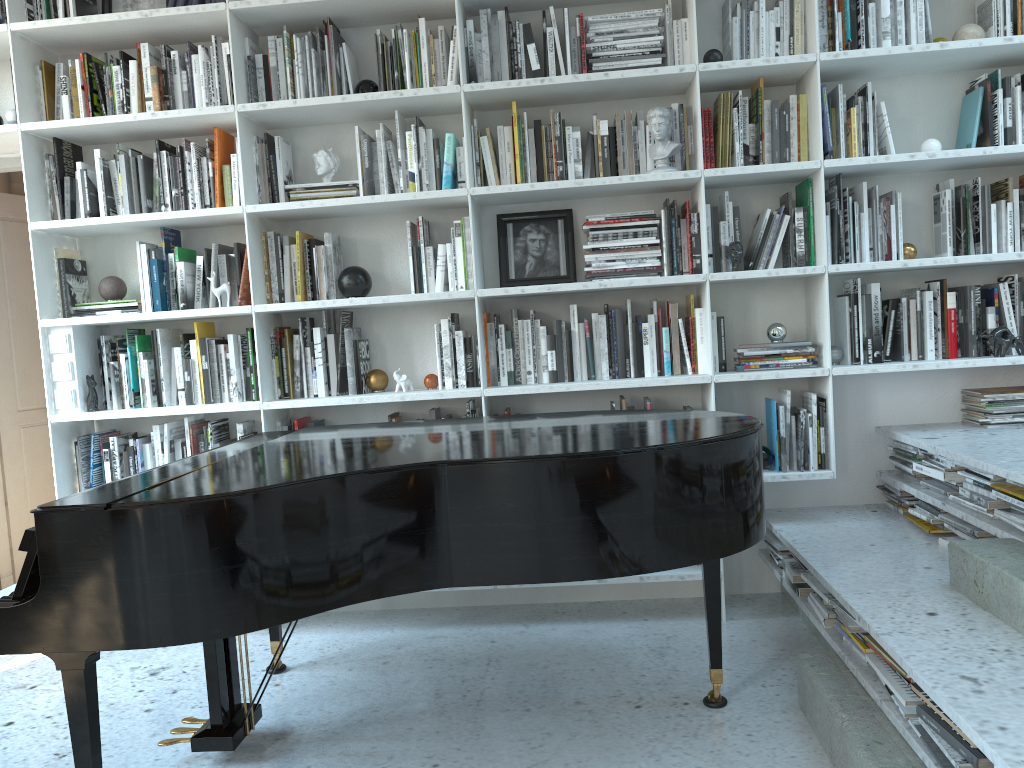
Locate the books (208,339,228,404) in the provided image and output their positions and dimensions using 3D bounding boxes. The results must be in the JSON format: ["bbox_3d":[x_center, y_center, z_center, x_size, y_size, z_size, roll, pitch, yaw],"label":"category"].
[{"bbox_3d":[-1.158,-0.053,3.544,0.028,0.249,0.158,-3,4,5],"label":"books"}]

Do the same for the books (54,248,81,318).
[{"bbox_3d":[-1.783,-0.400,3.585,0.012,0.285,0.159,-3,4,5],"label":"books"}]

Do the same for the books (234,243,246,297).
[{"bbox_3d":[-1.055,-0.427,3.520,0.021,0.251,0.154,-3,4,5],"label":"books"}]

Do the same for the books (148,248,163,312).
[{"bbox_3d":[-1.399,-0.408,3.550,0.031,0.255,0.143,-3,4,5],"label":"books"}]

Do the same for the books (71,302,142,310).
[{"bbox_3d":[-1.594,-0.311,3.568,0.285,0.012,0.159,-3,3,9],"label":"books"}]

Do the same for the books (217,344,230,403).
[{"bbox_3d":[-1.130,-0.045,3.557,0.025,0.229,0.153,-3,4,5],"label":"books"}]

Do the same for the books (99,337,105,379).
[{"bbox_3d":[-1.613,-0.046,3.597,0.016,0.290,0.152,-3,4,5],"label":"books"}]

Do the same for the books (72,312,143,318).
[{"bbox_3d":[-1.592,-0.275,3.573,0.285,0.012,0.159,-3,3,8],"label":"books"}]

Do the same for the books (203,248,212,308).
[{"bbox_3d":[-1.188,-0.415,3.540,0.013,0.242,0.141,-3,4,5],"label":"books"}]

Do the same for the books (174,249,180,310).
[{"bbox_3d":[-1.302,-0.411,3.547,0.022,0.249,0.129,-3,4,5],"label":"books"}]

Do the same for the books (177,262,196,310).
[{"bbox_3d":[-1.266,-0.382,3.515,0.029,0.190,0.188,-3,4,5],"label":"books"}]

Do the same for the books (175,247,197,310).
[{"bbox_3d":[-1.287,-0.412,3.527,0.011,0.250,0.172,-3,4,5],"label":"books"}]

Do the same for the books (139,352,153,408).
[{"bbox_3d":[-1.437,-0.020,3.564,0.015,0.219,0.190,-3,4,5],"label":"books"}]

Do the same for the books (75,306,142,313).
[{"bbox_3d":[-1.593,-0.299,3.571,0.254,0.012,0.160,-4,3,2],"label":"books"}]

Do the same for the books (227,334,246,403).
[{"bbox_3d":[-1.076,-0.066,3.533,0.021,0.266,0.185,-3,4,5],"label":"books"}]

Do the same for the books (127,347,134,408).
[{"bbox_3d":[-1.492,-0.030,3.576,0.014,0.243,0.170,-3,4,5],"label":"books"}]

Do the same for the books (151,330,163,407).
[{"bbox_3d":[-1.382,-0.064,3.553,0.019,0.300,0.179,-3,4,5],"label":"books"}]

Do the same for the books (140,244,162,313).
[{"bbox_3d":[-1.428,-0.415,3.544,0.024,0.273,0.150,-3,4,5],"label":"books"}]

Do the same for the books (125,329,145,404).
[{"bbox_3d":[-1.504,-0.065,3.576,0.006,0.315,0.145,-3,4,5],"label":"books"}]

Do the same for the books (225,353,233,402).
[{"bbox_3d":[-1.104,-0.029,3.559,0.023,0.194,0.139,-3,4,5],"label":"books"}]

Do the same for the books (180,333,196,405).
[{"bbox_3d":[-1.281,-0.062,3.557,0.014,0.282,0.150,-3,4,5],"label":"books"}]

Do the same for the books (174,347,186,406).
[{"bbox_3d":[-1.299,-0.035,3.562,0.027,0.230,0.158,-3,4,5],"label":"books"}]

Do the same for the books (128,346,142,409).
[{"bbox_3d":[-1.482,-0.030,3.561,0.009,0.245,0.184,-3,4,5],"label":"books"}]

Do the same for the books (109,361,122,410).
[{"bbox_3d":[-1.552,0.002,3.561,0.019,0.189,0.193,-3,4,5],"label":"books"}]

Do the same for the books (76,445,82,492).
[{"bbox_3d":[-1.714,0.359,3.622,0.029,0.239,0.154,-3,4,5],"label":"books"}]

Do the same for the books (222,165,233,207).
[{"bbox_3d":[-1.093,-0.758,3.500,0.030,0.183,0.151,-3,4,5],"label":"books"}]

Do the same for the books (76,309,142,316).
[{"bbox_3d":[-1.592,-0.287,3.576,0.254,0.012,0.160,-3,3,6],"label":"books"}]

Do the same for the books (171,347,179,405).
[{"bbox_3d":[-1.334,-0.034,3.582,0.045,0.230,0.138,-3,4,5],"label":"books"}]

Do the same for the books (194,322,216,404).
[{"bbox_3d":[-1.212,-0.086,3.549,0.021,0.323,0.171,-3,4,5],"label":"books"}]

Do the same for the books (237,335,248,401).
[{"bbox_3d":[-1.057,-0.065,3.550,0.013,0.260,0.142,-3,4,5],"label":"books"}]

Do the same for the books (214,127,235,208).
[{"bbox_3d":[-1.130,-0.827,3.495,0.035,0.326,0.170,-3,4,5],"label":"books"}]

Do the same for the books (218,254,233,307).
[{"bbox_3d":[-1.107,-0.401,3.513,0.030,0.208,0.172,-3,4,5],"label":"books"}]

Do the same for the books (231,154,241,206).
[{"bbox_3d":[-1.064,-0.780,3.497,0.031,0.223,0.144,-3,4,5],"label":"books"}]

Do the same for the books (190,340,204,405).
[{"bbox_3d":[-1.231,-0.051,3.556,0.026,0.254,0.176,-3,4,5],"label":"books"}]

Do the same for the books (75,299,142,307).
[{"bbox_3d":[-1.595,-0.323,3.574,0.254,0.012,0.160,-3,3,6],"label":"books"}]

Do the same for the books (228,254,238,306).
[{"bbox_3d":[-1.078,-0.404,3.520,0.027,0.210,0.143,-3,4,5],"label":"books"}]

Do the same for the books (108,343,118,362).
[{"bbox_3d":[-1.566,-0.035,3.576,0.007,0.264,0.176,-3,4,5],"label":"books"}]

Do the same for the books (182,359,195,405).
[{"bbox_3d":[-1.257,-0.013,3.550,0.029,0.182,0.190,-3,4,5],"label":"books"}]

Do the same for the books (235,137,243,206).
[{"bbox_3d":[-1.037,-0.813,3.497,0.027,0.286,0.148,-3,4,5],"label":"books"}]

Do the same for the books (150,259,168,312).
[{"bbox_3d":[-1.370,-0.385,3.520,0.029,0.208,0.189,-3,4,5],"label":"books"}]

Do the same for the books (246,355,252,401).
[{"bbox_3d":[-1.028,-0.028,3.551,0.041,0.181,0.141,-3,4,5],"label":"books"}]

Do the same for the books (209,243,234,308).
[{"bbox_3d":[-1.153,-0.423,3.522,0.060,0.255,0.158,-3,4,5],"label":"books"}]

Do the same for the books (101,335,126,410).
[{"bbox_3d":[-1.599,-0.049,3.589,0.014,0.294,0.171,-3,4,5],"label":"books"}]

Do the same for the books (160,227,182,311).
[{"bbox_3d":[-1.351,-0.452,3.548,0.011,0.336,0.153,-3,4,5],"label":"books"}]

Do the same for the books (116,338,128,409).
[{"bbox_3d":[-1.540,-0.045,3.578,0.008,0.280,0.164,-3,4,5],"label":"books"}]

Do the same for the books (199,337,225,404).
[{"bbox_3d":[-1.186,-0.056,3.541,0.028,0.261,0.181,-3,4,5],"label":"books"}]

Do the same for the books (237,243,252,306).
[{"bbox_3d":[-1.007,-0.440,3.476,0.082,0.276,0.228,-3,4,5],"label":"books"}]

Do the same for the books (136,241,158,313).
[{"bbox_3d":[-1.446,-0.420,3.546,0.012,0.285,0.159,-3,4,5],"label":"books"}]

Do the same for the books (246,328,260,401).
[{"bbox_3d":[-1.006,-0.080,3.525,0.014,0.286,0.179,-3,4,5],"label":"books"}]

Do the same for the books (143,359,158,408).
[{"bbox_3d":[-1.421,-0.006,3.560,0.016,0.189,0.183,-3,4,5],"label":"books"}]

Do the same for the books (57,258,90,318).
[{"bbox_3d":[-1.763,-0.380,3.575,0.028,0.243,0.156,-3,4,5],"label":"books"}]

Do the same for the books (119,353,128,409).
[{"bbox_3d":[-1.526,-0.015,3.585,0.015,0.218,0.176,-3,4,5],"label":"books"}]

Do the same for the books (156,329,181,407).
[{"bbox_3d":[-1.366,-0.069,3.563,0.012,0.306,0.189,-3,4,5],"label":"books"}]

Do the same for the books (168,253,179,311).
[{"bbox_3d":[-1.327,-0.401,3.556,0.030,0.231,0.147,-3,4,5],"label":"books"}]

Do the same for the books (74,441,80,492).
[{"bbox_3d":[-1.734,0.352,3.637,0.012,0.254,0.160,-3,4,5],"label":"books"}]

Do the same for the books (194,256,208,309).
[{"bbox_3d":[-1.222,-0.399,3.544,0.056,0.214,0.142,-3,4,5],"label":"books"}]

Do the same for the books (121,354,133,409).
[{"bbox_3d":[-1.512,-0.015,3.572,0.015,0.217,0.180,-3,4,5],"label":"books"}]

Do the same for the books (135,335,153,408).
[{"bbox_3d":[-1.451,-0.053,3.557,0.007,0.286,0.182,-3,4,5],"label":"books"}]

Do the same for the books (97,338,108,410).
[{"bbox_3d":[-1.625,-0.043,3.600,0.008,0.285,0.159,-3,4,5],"label":"books"}]
